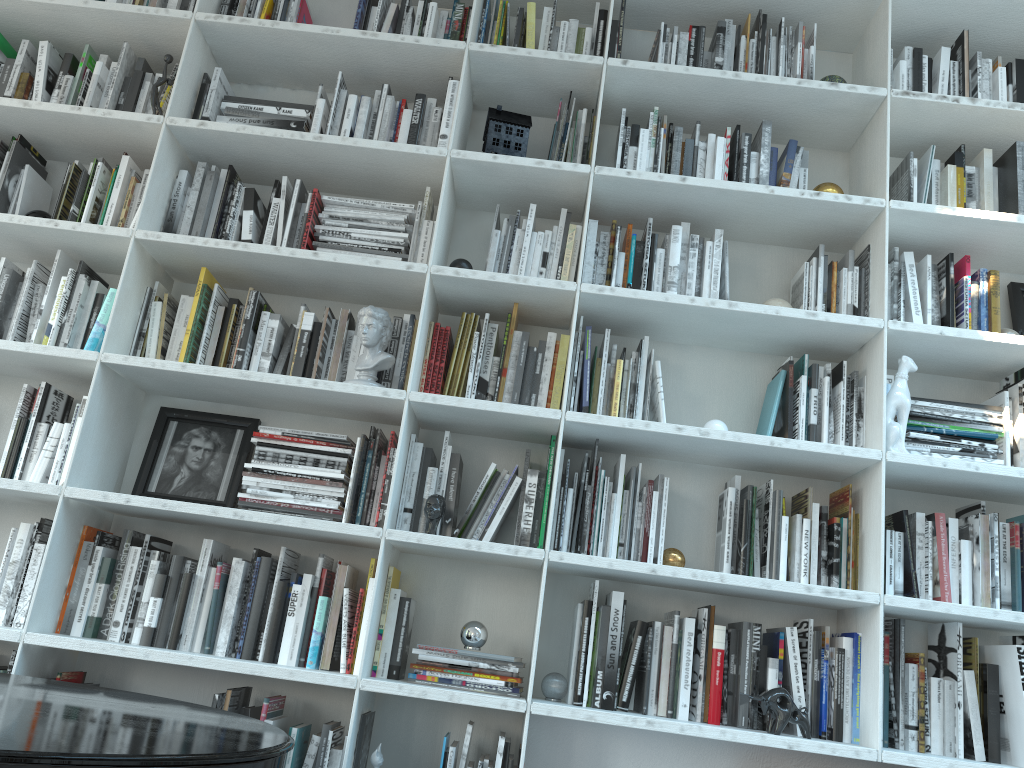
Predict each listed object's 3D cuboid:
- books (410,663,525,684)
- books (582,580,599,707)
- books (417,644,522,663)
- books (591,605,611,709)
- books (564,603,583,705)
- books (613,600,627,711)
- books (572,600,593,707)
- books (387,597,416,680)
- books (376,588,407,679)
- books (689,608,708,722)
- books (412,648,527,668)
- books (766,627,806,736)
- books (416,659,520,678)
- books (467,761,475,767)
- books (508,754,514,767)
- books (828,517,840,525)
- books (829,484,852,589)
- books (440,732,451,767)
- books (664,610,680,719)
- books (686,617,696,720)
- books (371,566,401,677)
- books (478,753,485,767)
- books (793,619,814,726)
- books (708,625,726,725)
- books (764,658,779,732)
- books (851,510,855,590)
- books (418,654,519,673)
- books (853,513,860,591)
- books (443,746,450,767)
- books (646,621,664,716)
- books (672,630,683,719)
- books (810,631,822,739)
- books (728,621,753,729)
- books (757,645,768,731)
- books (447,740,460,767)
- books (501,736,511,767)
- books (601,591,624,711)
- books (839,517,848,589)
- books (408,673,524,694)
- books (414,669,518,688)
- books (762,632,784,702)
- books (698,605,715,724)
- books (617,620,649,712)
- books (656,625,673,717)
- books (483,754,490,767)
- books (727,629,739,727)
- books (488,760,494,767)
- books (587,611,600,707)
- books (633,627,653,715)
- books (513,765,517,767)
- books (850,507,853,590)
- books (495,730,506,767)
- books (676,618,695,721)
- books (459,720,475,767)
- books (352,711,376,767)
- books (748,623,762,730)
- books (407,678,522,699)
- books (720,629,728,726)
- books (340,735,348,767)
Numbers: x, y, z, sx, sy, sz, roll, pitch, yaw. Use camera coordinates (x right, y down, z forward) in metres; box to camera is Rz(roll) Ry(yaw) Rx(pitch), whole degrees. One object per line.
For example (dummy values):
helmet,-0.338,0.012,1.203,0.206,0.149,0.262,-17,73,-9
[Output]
books,-0.113,0.751,2.305,0.285,0.012,0.160,6,-17,5
books,0.203,0.690,2.362,0.010,0.315,0.187,7,-16,2
books,-0.107,0.704,2.315,0.254,0.012,0.161,4,-17,11
books,0.230,0.722,2.353,0.023,0.255,0.178,7,-16,2
books,0.165,0.720,2.373,0.012,0.253,0.161,7,-16,2
books,0.277,0.720,2.362,0.010,0.276,0.174,7,-16,2
books,0.183,0.713,2.354,0.023,0.261,0.187,7,-16,2
books,-0.296,0.687,2.394,0.030,0.209,0.137,7,-16,2
books,-0.323,0.674,2.395,0.027,0.228,0.141,7,-16,2
books,0.492,0.749,2.373,0.012,0.284,0.160,7,-16,2
books,-0.108,0.717,2.318,0.285,0.012,0.160,6,-17,6
books,0.726,0.782,2.346,0.070,0.265,0.186,7,-16,2
books,-0.111,0.741,2.313,0.254,0.012,0.161,6,-17,7
books,-0.116,1.046,2.191,0.013,0.202,0.139,7,-16,2
books,-0.017,1.040,2.181,0.013,0.232,0.149,7,-16,2
books,0.871,0.480,2.447,0.016,0.204,0.142,7,-16,2
books,0.901,0.435,2.442,0.007,0.294,0.162,7,-16,2
books,-0.179,1.006,2.193,0.005,0.263,0.163,7,-16,2
books,0.417,0.745,2.366,0.014,0.267,0.172,7,-16,2
books,0.468,0.761,2.383,0.016,0.260,0.098,7,-16,2
books,-0.339,0.645,2.404,0.012,0.284,0.160,7,-16,2
books,-0.095,1.031,2.170,0.026,0.224,0.175,7,-16,2
books,0.769,0.777,2.358,0.013,0.293,0.135,7,-16,2
books,0.523,0.767,2.347,0.031,0.243,0.185,7,-16,2
books,0.664,0.817,2.340,0.025,0.180,0.169,7,-16,2
books,0.922,0.476,2.463,0.007,0.234,0.132,7,-16,2
books,-0.110,0.726,2.306,0.254,0.012,0.161,7,-17,2
books,0.929,0.480,2.453,0.009,0.223,0.146,7,-16,2
books,-0.173,1.026,2.197,0.012,0.228,0.130,7,-16,2
books,0.370,0.757,2.369,0.029,0.234,0.143,7,-16,2
books,0.427,0.771,2.364,0.012,0.220,0.153,7,-16,2
books,0.784,0.793,2.354,0.021,0.264,0.150,7,-16,2
books,0.597,0.768,2.352,0.026,0.261,0.174,7,-16,2
books,0.643,0.801,2.351,0.022,0.210,0.136,7,-16,2
books,-0.158,1.015,2.182,0.014,0.245,0.177,7,-16,2
books,-0.028,1.025,2.201,0.015,0.270,0.158,7,-16,2
books,0.258,0.707,2.357,0.030,0.293,0.189,7,-16,2
books,0.885,0.479,2.437,0.013,0.203,0.159,7,-16,2
books,-0.115,0.776,2.303,0.285,0.012,0.160,6,-17,7
books,-0.114,0.763,2.304,0.254,0.012,0.161,5,-17,8
books,0.687,0.787,2.351,0.012,0.248,0.165,7,-16,2
books,0.505,0.740,2.352,0.012,0.292,0.175,7,-16,2
books,0.312,0.749,2.360,0.065,0.230,0.162,7,-16,2
books,0.395,0.763,2.364,0.024,0.227,0.160,7,-16,2
books,-0.076,1.037,2.185,0.012,0.225,0.149,7,-16,2
books,0.573,0.780,2.365,0.021,0.242,0.131,7,-16,2
books,-0.066,1.040,2.166,0.011,0.211,0.179,7,-16,2
books,0.210,0.734,2.375,0.015,0.240,0.153,7,-16,2
books,0.349,0.760,2.358,0.011,0.216,0.176,7,-16,2
books,-0.006,1.058,2.189,0.012,0.205,0.161,7,-16,2
books,0.910,0.470,2.460,0.019,0.240,0.134,7,-16,2
books,-0.045,1.010,2.183,0.021,0.284,0.173,7,-16,2
books,0.447,0.753,2.352,0.025,0.251,0.182,7,-16,2
books,-0.132,0.997,2.207,0.032,0.299,0.149,7,-16,2
books,-0.388,0.982,2.246,0.012,0.284,0.160,7,-16,2
books,0.623,0.773,2.357,0.026,0.262,0.170,7,-16,2
books,-0.117,0.785,2.295,0.285,0.012,0.160,6,-17,5
books,0.550,0.777,2.359,0.025,0.237,0.157,7,-16,2
books,-0.418,1.008,2.246,0.025,0.228,0.133,7,-16,2
